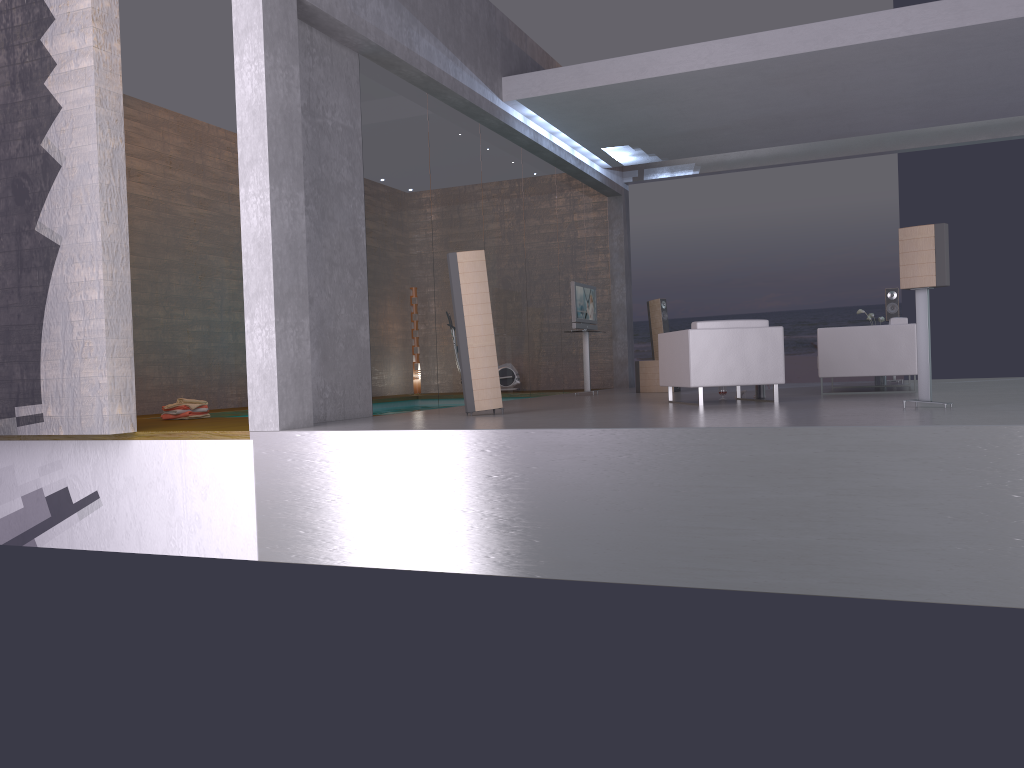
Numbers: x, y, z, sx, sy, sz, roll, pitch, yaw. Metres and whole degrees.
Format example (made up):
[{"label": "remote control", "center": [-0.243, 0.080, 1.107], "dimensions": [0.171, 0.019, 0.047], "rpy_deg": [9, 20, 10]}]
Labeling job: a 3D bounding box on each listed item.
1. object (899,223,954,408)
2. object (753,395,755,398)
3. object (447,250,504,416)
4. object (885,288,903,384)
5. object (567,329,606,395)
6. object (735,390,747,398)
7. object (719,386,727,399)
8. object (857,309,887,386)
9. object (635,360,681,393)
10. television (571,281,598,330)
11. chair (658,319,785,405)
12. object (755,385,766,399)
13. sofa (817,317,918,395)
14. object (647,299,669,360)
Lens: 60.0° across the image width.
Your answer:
[{"label": "object", "center": [3.112, -0.504, 6.673], "dimensions": [0.243, 1.363, 0.333], "rpy_deg": [-3, 1, -36]}, {"label": "object", "center": [2.668, 0.106, 9.593], "dimensions": [0.079, 0.087, 0.235], "rpy_deg": [-2, 1, 1]}, {"label": "object", "center": [-0.339, -0.455, 7.942], "dimensions": [0.444, 1.473, 0.244], "rpy_deg": [-2, 1, -22]}, {"label": "object", "center": [5.484, -0.686, 12.737], "dimensions": [0.243, 1.363, 0.333], "rpy_deg": [-2, 1, 29]}, {"label": "object", "center": [1.064, -0.322, 12.666], "dimensions": [0.360, 0.958, 0.818], "rpy_deg": [-2, 1, 23]}, {"label": "object", "center": [2.491, 0.111, 9.676], "dimensions": [0.079, 0.087, 0.235], "rpy_deg": [-2, 1, -10]}, {"label": "object", "center": [2.272, 0.049, 9.566], "dimensions": [0.091, 0.233, 0.091], "rpy_deg": [-3, 1, -39]}, {"label": "object", "center": [4.956, -0.498, 12.002], "dimensions": [0.400, 1.051, 0.387], "rpy_deg": [-3, 1, -29]}, {"label": "object", "center": [2.122, -0.114, 12.903], "dimensions": [0.604, 0.459, 0.514], "rpy_deg": [-2, 1, 23]}, {"label": "television", "center": [1.037, -1.100, 12.650], "dimensions": [0.054, 0.644, 1.000], "rpy_deg": [-2, 1, 23]}, {"label": "chair", "center": [2.061, -0.218, 8.864], "dimensions": [0.936, 0.808, 1.026], "rpy_deg": [-2, 1, -7]}, {"label": "object", "center": [2.621, -0.063, 9.376], "dimensions": [0.109, 0.435, 0.109], "rpy_deg": [-3, 1, -40]}, {"label": "sofa", "center": [4.287, -0.337, 10.696], "dimensions": [1.026, 0.824, 2.353], "rpy_deg": [-2, 1, 23]}, {"label": "object", "center": [2.430, -0.658, 14.576], "dimensions": [0.244, 1.469, 0.444], "rpy_deg": [-3, 1, -42]}]
